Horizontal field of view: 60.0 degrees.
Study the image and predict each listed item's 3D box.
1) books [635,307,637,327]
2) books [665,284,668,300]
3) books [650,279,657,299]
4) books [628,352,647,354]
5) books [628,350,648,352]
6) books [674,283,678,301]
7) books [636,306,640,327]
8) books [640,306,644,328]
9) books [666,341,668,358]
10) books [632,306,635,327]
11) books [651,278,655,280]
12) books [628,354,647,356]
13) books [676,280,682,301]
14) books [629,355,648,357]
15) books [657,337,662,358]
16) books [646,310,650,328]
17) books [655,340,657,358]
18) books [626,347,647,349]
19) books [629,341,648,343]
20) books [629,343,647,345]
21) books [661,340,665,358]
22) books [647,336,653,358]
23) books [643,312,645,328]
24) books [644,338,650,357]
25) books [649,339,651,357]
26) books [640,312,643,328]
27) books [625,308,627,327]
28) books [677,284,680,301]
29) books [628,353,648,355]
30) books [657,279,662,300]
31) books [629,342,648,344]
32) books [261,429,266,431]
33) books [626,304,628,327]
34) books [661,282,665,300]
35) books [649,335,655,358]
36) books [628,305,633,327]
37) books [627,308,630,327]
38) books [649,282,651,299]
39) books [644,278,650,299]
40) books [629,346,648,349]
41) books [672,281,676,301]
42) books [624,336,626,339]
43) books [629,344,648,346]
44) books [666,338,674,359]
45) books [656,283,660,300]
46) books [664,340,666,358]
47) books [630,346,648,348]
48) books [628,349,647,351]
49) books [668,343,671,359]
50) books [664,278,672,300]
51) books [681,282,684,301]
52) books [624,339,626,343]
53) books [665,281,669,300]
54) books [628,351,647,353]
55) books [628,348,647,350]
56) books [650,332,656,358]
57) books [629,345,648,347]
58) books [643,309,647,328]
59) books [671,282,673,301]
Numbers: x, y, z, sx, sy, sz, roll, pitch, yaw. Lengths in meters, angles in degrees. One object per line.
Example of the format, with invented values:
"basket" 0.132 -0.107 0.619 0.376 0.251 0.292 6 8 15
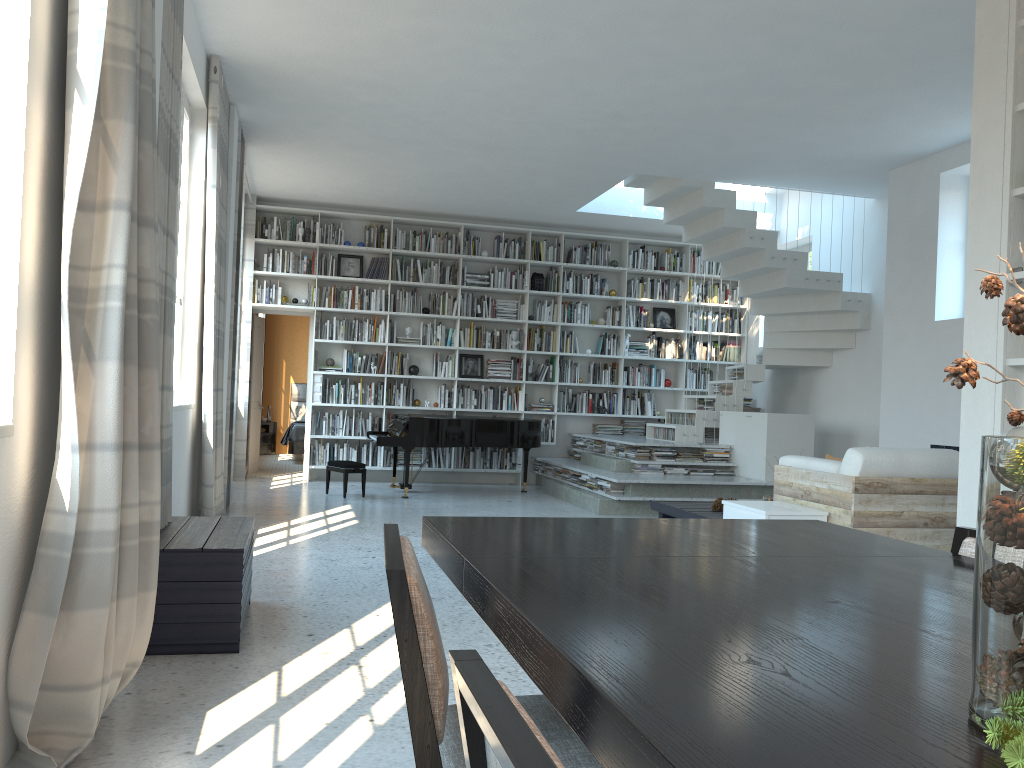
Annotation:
"books" 1.560 -0.839 11.343 0.043 0.269 0.131 2 -1 -14
"books" 1.953 -1.163 11.405 0.031 0.217 0.165 2 -1 -14
"books" 1.782 -1.196 11.323 0.032 0.265 0.245 2 -1 -14
"books" 1.572 -0.390 11.328 0.254 0.012 0.161 3 -1 -10
"books" 1.574 -0.414 11.332 0.285 0.012 0.159 3 -1 -16
"books" 2.085 -1.169 11.441 0.030 0.241 0.162 2 -1 -14
"books" 1.593 -0.848 11.326 0.012 0.287 0.176 2 -1 -14
"books" 1.637 -0.844 11.335 0.014 0.285 0.175 2 -1 -14
"books" 1.975 -0.435 11.443 0.028 0.235 0.129 2 -1 -14
"books" 1.536 -0.849 11.327 0.012 0.285 0.159 2 -1 -14
"books" 1.798 -1.204 11.389 0.012 0.285 0.159 2 -1 -14
"books" 1.571 -0.366 11.328 0.254 0.012 0.161 3 -1 -18
"books" 2.146 -1.188 11.462 0.026 0.284 0.147 2 -1 -14
"books" 1.571 -0.354 11.327 0.285 0.012 0.159 3 -1 -10
"books" 1.868 -0.464 11.393 0.059 0.282 0.167 2 -1 -14
"books" 1.710 -0.821 11.347 0.026 0.243 0.178 2 -1 -14
"books" 1.812 -0.444 11.375 0.030 0.236 0.179 2 -1 -14
"books" 1.579 -0.451 11.327 0.254 0.012 0.161 3 -1 -9
"books" 1.581 -0.535 11.334 0.285 0.012 0.159 3 -1 -12
"books" 1.580 -0.511 11.334 0.254 0.012 0.161 3 -1 -12
"books" 1.920 -0.441 11.412 0.031 0.242 0.147 2 -1 -14
"books" 1.768 -0.469 11.384 0.012 0.285 0.159 2 -1 -14
"books" 1.658 -0.807 11.345 0.033 0.213 0.152 2 -1 -14
"books" 1.727 -0.456 11.364 0.012 0.254 0.161 2 -1 -14
"books" 1.740 -0.452 11.385 0.023 0.247 0.138 2 -1 -14
"books" 1.625 -0.806 11.321 0.013 0.207 0.189 2 -1 -14
"books" 1.420 -0.838 11.310 0.030 0.253 0.128 2 -1 -14
"books" 2.121 -1.164 11.460 0.022 0.234 0.158 2 -1 -14
"books" 1.573 -0.378 11.325 0.285 0.012 0.159 3 -1 -9
"books" 1.886 -1.199 11.405 0.048 0.283 0.162 2 -1 -14
"books" 1.580 -0.523 11.334 0.285 0.012 0.159 3 -1 -16
"books" -4.087 0.736 14.290 0.133 0.022 0.189 2 -1 37
"books" 1.446 -0.861 11.302 0.015 0.301 0.140 2 -1 -14
"books" 1.921 -1.176 11.389 0.014 0.240 0.189 2 -1 -14
"books" 1.785 -0.477 11.361 0.011 0.300 0.184 2 -1 -14
"books" 1.496 -0.853 11.311 0.065 0.289 0.146 2 -1 -14
"books" 1.460 -0.834 11.296 0.011 0.248 0.155 2 -1 -14
"books" 1.741 -1.183 11.367 0.025 0.238 0.142 2 -1 -14
"books" 1.720 -1.209 11.352 0.026 0.288 0.156 2 -1 -14
"books" 1.578 -0.463 11.331 0.285 0.012 0.159 3 -1 -17
"books" 2.055 -1.186 11.426 0.036 0.272 0.177 2 -1 -14
"books" 1.414 -0.477 11.300 0.028 0.267 0.137 2 -1 -14
"books" 1.579 -0.499 11.334 0.285 0.012 0.159 3 -1 -12
"books" 2.032 -0.451 11.424 0.021 0.271 0.191 2 -1 -14
"books" 1.838 -1.175 11.366 0.030 0.230 0.187 2 -1 -14
"books" 1.946 -0.444 11.437 0.031 0.250 0.133 2 -1 -14
"books" 1.578 -0.475 11.333 0.285 0.012 0.159 3 -1 -12
"books" 1.576 -0.427 11.326 0.254 0.012 0.161 3 -1 -19
"books" 2.002 -0.423 11.442 0.025 0.213 0.155 2 -1 -14
"books" 2.004 -1.200 11.412 0.022 0.294 0.180 2 -1 -14
"books" 2.174 -1.177 11.466 0.031 0.265 0.169 2 -1 -14
"books" 1.394 -0.455 11.264 0.027 0.221 0.184 2 -1 -14
"books" 1.978 -1.185 11.420 0.023 0.264 0.156 2 -1 -14
"books" 1.572 -0.403 11.332 0.254 0.012 0.161 3 -1 -12
"books" 1.574 -0.439 11.337 0.254 0.012 0.161 3 -1 -14
"books" 1.797 -0.496 11.363 0.010 0.339 0.180 2 -1 -14
"books" 1.581 -0.487 11.326 0.285 0.012 0.159 3 -1 -19
"books" 1.685 -0.826 11.351 0.021 0.253 0.167 2 -1 -14
"books" 2.030 -1.176 11.429 0.011 0.249 0.152 2 -1 -14
